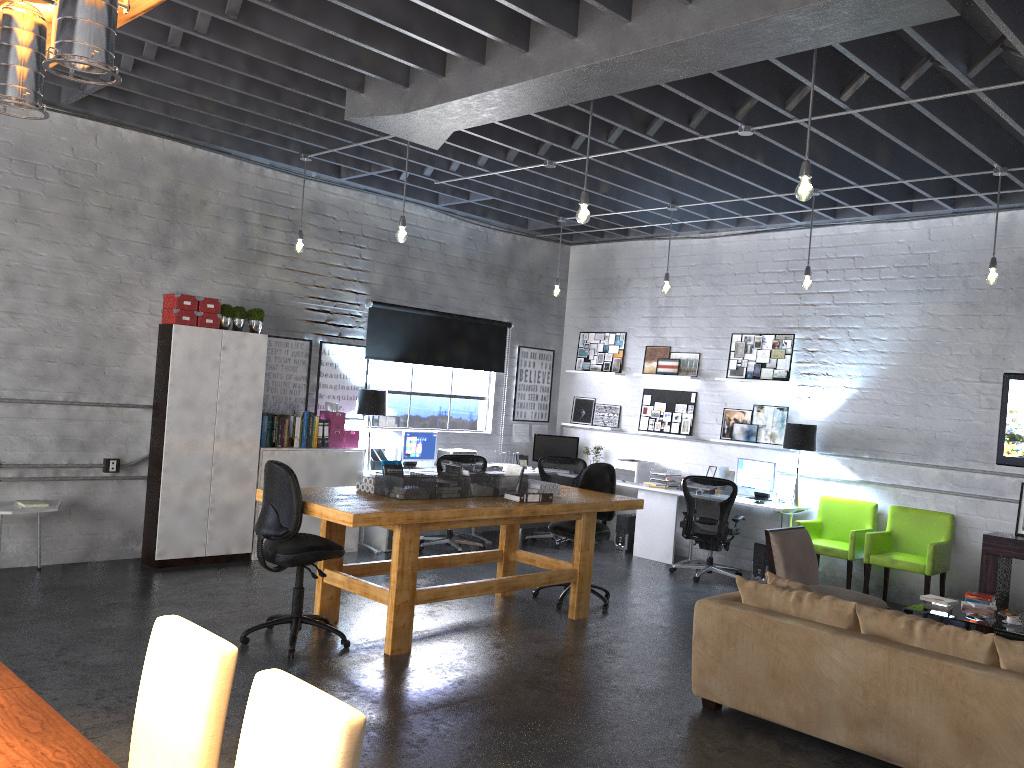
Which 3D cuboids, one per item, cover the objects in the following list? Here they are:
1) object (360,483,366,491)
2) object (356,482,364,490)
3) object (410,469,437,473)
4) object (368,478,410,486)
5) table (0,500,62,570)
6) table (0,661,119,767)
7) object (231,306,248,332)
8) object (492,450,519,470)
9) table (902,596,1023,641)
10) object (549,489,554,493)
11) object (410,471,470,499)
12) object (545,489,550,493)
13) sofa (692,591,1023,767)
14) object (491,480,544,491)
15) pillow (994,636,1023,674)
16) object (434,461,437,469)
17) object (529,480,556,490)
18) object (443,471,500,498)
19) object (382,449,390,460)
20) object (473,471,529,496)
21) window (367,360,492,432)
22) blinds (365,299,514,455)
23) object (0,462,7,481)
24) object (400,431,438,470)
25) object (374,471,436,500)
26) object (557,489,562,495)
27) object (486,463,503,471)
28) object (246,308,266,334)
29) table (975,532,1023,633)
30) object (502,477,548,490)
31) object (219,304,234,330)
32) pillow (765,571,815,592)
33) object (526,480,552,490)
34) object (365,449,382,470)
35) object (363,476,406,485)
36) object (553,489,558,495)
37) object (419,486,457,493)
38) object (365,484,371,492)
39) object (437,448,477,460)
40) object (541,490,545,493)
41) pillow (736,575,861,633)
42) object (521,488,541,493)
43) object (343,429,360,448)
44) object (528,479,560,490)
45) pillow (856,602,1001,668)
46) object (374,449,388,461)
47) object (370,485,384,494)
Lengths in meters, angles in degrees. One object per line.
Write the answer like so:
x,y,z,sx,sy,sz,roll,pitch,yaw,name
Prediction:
-0.826,0.746,6.457,0.058,0.057,0.635,4,0,45,object
-0.866,0.742,6.497,0.057,0.058,0.635,4,0,45,object
-0.899,0.925,9.441,0.181,0.028,0.422,4,-1,35,object
-0.761,0.701,6.396,0.057,0.057,0.635,4,0,45,object
-4.004,1.187,6.633,0.516,0.532,1.337,4,0,45,table
-1.384,1.223,1.876,1.799,0.780,0.854,4,0,45,table
-2.459,-0.585,7.953,0.169,0.240,0.171,5,0,-6,object
-0.080,0.913,10.623,0.324,0.208,0.233,4,0,45,object
3.582,1.905,6.769,0.873,0.300,0.872,5,-1,-42,table
0.121,0.822,7.012,0.519,0.047,0.047,4,0,45,object
-0.521,0.719,6.330,0.316,0.156,0.306,4,-1,45,object
0.089,0.819,6.979,0.519,0.047,0.047,4,0,45,object
2.208,1.610,4.595,2.328,0.628,1.105,4,-1,45,sofa
0.037,0.774,6.923,0.519,0.047,0.046,4,0,43,object
2.531,1.375,3.937,0.308,0.386,0.663,4,0,-43,pillow
-0.810,0.904,9.822,0.090,0.090,0.082,5,0,-20,object
0.141,0.783,7.028,0.519,0.047,0.046,4,0,45,object
-0.305,0.738,6.548,0.316,0.156,0.306,4,-1,45,object
-1.295,0.804,9.443,0.209,0.208,0.104,4,0,45,object
-0.089,0.757,6.767,0.316,0.156,0.306,4,-1,45,object
-0.907,-0.078,10.111,0.030,1.220,1.823,5,0,45,window
-0.818,-0.011,10.016,0.100,1.632,2.121,5,0,45,blinds
-3.962,0.742,6.664,0.271,0.363,0.297,5,0,-10,object
-1.049,0.720,9.657,0.212,0.417,0.465,5,0,45,object
-0.738,0.700,6.112,0.316,0.156,0.306,4,-1,45,object
0.187,0.828,7.078,0.519,0.047,0.047,4,0,45,object
-0.328,0.961,10.387,0.392,0.064,0.259,4,-1,45,object
-2.321,-0.573,8.026,0.169,0.240,0.171,5,0,44,object
4.604,1.729,7.173,1.409,0.820,0.404,4,0,45,table
0.076,0.777,6.963,0.519,0.047,0.046,4,0,45,object
-2.544,-0.593,7.829,0.171,0.240,0.169,4,0,-16,object
1.649,1.315,5.126,0.319,0.403,0.523,5,0,-26,pillow
0.109,0.780,6.996,0.519,0.047,0.046,4,0,45,object
-1.449,0.790,9.285,0.104,0.208,0.209,4,0,-45,object
-0.801,0.698,6.436,0.057,0.057,0.635,4,0,45,object
0.154,0.824,7.045,0.519,0.047,0.047,4,0,45,object
-0.529,0.752,6.333,0.234,0.022,0.185,4,-1,38,object
-0.786,0.748,6.417,0.057,0.058,0.635,4,0,45,object
-0.550,0.857,10.014,0.485,0.230,0.420,4,-1,45,object
0.056,0.816,6.946,0.519,0.047,0.047,4,0,45,object
1.598,1.310,4.878,0.704,0.402,0.291,4,0,45,pillow
0.023,0.813,6.913,0.519,0.047,0.047,4,0,45,object
-1.667,0.548,8.919,0.214,0.177,0.161,4,0,45,object
0.174,0.786,7.062,0.519,0.047,0.046,4,0,45,object
2.076,1.343,4.402,0.666,0.402,0.291,4,0,45,pillow
-1.375,0.796,9.359,0.104,0.208,0.209,4,0,-45,object
-0.745,0.751,6.377,0.058,0.057,0.635,4,0,45,object
